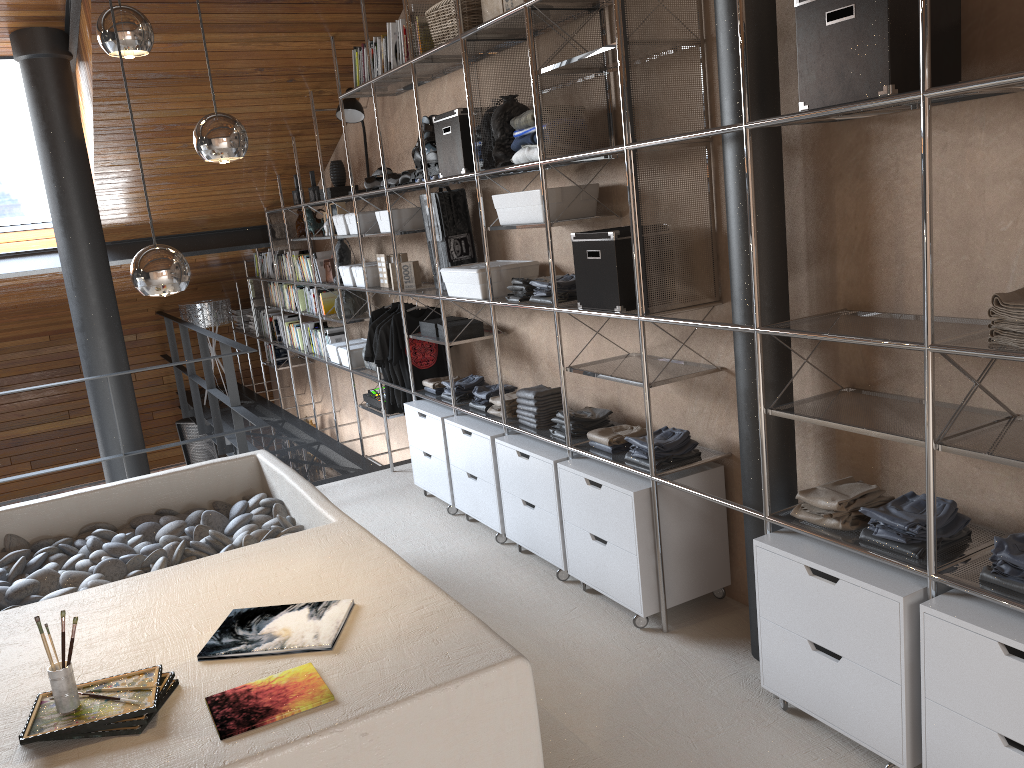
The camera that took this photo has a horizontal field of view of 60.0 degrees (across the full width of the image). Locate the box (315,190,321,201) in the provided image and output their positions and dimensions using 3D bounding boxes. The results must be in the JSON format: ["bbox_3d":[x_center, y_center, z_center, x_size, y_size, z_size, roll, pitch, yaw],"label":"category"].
[{"bbox_3d":[-1.288,-1.346,6.308,0.208,0.079,0.207,-9,12,-14],"label":"box"}]

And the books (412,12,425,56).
[{"bbox_3d":[-0.421,-1.722,4.389,0.129,0.231,0.010,-12,13,-27],"label":"books"}]

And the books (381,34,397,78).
[{"bbox_3d":[-0.640,-1.773,4.796,0.133,0.215,0.070,-12,13,-27],"label":"books"}]

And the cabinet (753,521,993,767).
[{"bbox_3d":[1.067,0.732,2.590,0.435,0.561,0.527,-12,13,-27],"label":"cabinet"}]

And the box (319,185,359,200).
[{"bbox_3d":[-1.190,-1.317,6.116,0.208,0.079,0.207,-13,13,-30],"label":"box"}]

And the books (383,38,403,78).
[{"bbox_3d":[-0.631,-1.761,4.789,0.126,0.194,0.064,-12,13,-27],"label":"books"}]

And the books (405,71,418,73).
[{"bbox_3d":[-0.556,-1.757,4.677,0.164,0.213,0.066,-12,13,-27],"label":"books"}]

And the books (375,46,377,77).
[{"bbox_3d":[-0.695,-1.761,4.872,0.112,0.173,0.054,-12,13,-27],"label":"books"}]

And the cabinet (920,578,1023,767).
[{"bbox_3d":[1.340,0.804,2.095,0.435,0.561,0.527,-12,13,-27],"label":"cabinet"}]

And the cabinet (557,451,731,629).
[{"bbox_3d":[0.528,0.590,3.567,0.435,0.561,0.527,-12,13,-27],"label":"cabinet"}]

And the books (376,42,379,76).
[{"bbox_3d":[-0.676,-1.772,4.862,0.138,0.189,0.065,-12,13,-27],"label":"books"}]

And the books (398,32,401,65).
[{"bbox_3d":[-0.528,-1.733,4.606,0.131,0.178,0.057,-12,13,-27],"label":"books"}]

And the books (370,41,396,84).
[{"bbox_3d":[-0.718,-1.799,4.957,0.161,0.219,0.074,-12,13,-27],"label":"books"}]

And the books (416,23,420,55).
[{"bbox_3d":[-0.405,-1.697,4.388,0.131,0.181,0.014,-12,13,-27],"label":"books"}]

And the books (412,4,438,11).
[{"bbox_3d":[-0.414,-1.745,4.408,0.143,0.268,0.020,-12,13,-27],"label":"books"}]

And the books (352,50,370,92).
[{"bbox_3d":[-0.862,-1.841,5.215,0.148,0.229,0.073,-12,13,-27],"label":"books"}]

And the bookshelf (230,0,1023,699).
[{"bbox_3d":[-0.243,0.280,5.037,0.421,6.217,10.741,-12,13,-27],"label":"bookshelf"}]

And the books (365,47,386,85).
[{"bbox_3d":[-0.766,-1.792,5.003,0.127,0.197,0.063,-12,13,-27],"label":"books"}]

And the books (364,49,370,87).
[{"bbox_3d":[-0.776,-1.799,5.044,0.127,0.197,0.063,-12,13,-27],"label":"books"}]

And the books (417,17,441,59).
[{"bbox_3d":[-0.396,-1.706,4.372,0.129,0.203,0.021,-12,13,-27],"label":"books"}]

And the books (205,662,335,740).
[{"bbox_3d":[-0.551,0.714,2.010,0.251,0.013,0.188,-12,13,-27],"label":"books"}]

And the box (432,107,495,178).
[{"bbox_3d":[-0.185,-1.152,4.236,0.266,0.295,0.289,-12,13,-27],"label":"box"}]

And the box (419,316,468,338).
[{"bbox_3d":[-0.381,-0.323,4.987,0.208,0.079,0.207,-13,13,-28],"label":"box"}]

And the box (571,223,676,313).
[{"bbox_3d":[0.423,-0.442,3.361,0.266,0.295,0.289,-12,13,-27],"label":"box"}]

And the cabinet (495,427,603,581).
[{"bbox_3d":[0.263,0.519,4.053,0.435,0.561,0.527,-12,13,-27],"label":"cabinet"}]

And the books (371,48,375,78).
[{"bbox_3d":[-0.720,-1.765,4.909,0.111,0.171,0.056,-12,13,-27],"label":"books"}]

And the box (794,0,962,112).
[{"bbox_3d":[0.919,-0.861,2.234,0.266,0.295,0.289,-12,13,-27],"label":"box"}]

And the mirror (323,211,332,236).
[{"bbox_3d":[-1.288,-1.162,6.399,0.130,0.168,0.069,1,14,32],"label":"mirror"}]

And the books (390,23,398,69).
[{"bbox_3d":[-0.562,-1.761,4.630,0.148,0.229,0.073,-12,13,-27],"label":"books"}]

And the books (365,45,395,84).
[{"bbox_3d":[-0.740,-1.809,5.024,0.177,0.214,0.064,-12,13,-27],"label":"books"}]

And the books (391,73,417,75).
[{"bbox_3d":[-0.583,-1.760,4.711,0.155,0.212,0.073,-12,13,-27],"label":"books"}]

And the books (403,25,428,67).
[{"bbox_3d":[-0.482,-1.727,4.529,0.143,0.199,0.054,-12,13,-27],"label":"books"}]

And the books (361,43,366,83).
[{"bbox_3d":[-0.786,-1.823,5.073,0.143,0.233,0.081,-12,13,-27],"label":"books"}]

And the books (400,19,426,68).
[{"bbox_3d":[-0.495,-1.747,4.551,0.148,0.234,0.033,-12,13,-27],"label":"books"}]

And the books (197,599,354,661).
[{"bbox_3d":[-0.618,0.650,2.358,0.347,0.019,0.260,-5,12,4],"label":"books"}]

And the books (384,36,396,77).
[{"bbox_3d":[-0.625,-1.763,4.773,0.123,0.201,0.071,-12,13,-27],"label":"books"}]

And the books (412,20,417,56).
[{"bbox_3d":[-0.433,-1.716,4.435,0.148,0.206,0.018,-12,13,-27],"label":"books"}]

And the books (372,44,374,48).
[{"bbox_3d":[-0.721,-1.780,4.924,0.111,0.194,0.059,-12,13,-27],"label":"books"}]

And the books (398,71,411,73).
[{"bbox_3d":[-0.551,-1.756,4.668,0.170,0.214,0.065,-12,13,-26],"label":"books"}]

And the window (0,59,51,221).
[{"bbox_3d":[-4.898,-1.434,5.622,3.819,1.031,1.213,-12,13,-27],"label":"window"}]

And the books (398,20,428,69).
[{"bbox_3d":[-0.510,-1.748,4.568,0.148,0.232,0.053,-12,13,-27],"label":"books"}]

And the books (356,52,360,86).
[{"bbox_3d":[-0.834,-1.829,5.174,0.149,0.202,0.067,-12,13,-27],"label":"books"}]

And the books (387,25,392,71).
[{"bbox_3d":[-0.585,-1.766,4.669,0.148,0.229,0.073,-12,13,-27],"label":"books"}]

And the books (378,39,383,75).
[{"bbox_3d":[-0.661,-1.773,4.835,0.131,0.202,0.068,-12,13,-27],"label":"books"}]

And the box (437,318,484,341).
[{"bbox_3d":[-0.277,-0.291,4.780,0.208,0.079,0.207,-9,12,-15],"label":"box"}]

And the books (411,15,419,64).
[{"bbox_3d":[-0.438,-1.733,4.457,0.129,0.231,0.010,-12,13,-27],"label":"books"}]

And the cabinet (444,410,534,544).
[{"bbox_3d":[-0.011,0.447,4.551,0.435,0.561,0.527,-12,13,-27],"label":"cabinet"}]

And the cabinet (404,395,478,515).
[{"bbox_3d":[-0.281,0.377,5.034,0.435,0.561,0.527,-12,13,-27],"label":"cabinet"}]

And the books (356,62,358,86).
[{"bbox_3d":[-0.846,-1.818,5.187,0.131,0.178,0.057,-12,13,-27],"label":"books"}]

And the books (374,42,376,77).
[{"bbox_3d":[-0.701,-1.772,4.873,0.111,0.194,0.059,-12,13,-27],"label":"books"}]

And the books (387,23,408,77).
[{"bbox_3d":[-0.598,-1.791,4.750,0.143,0.264,0.088,-12,13,-27],"label":"books"}]

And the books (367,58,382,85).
[{"bbox_3d":[-0.755,-1.792,4.997,0.127,0.197,0.063,-12,13,-27],"label":"books"}]

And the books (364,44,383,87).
[{"bbox_3d":[-0.775,-1.818,5.062,0.129,0.226,0.069,-12,13,-27],"label":"books"}]

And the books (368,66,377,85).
[{"bbox_3d":[-0.753,-1.776,4.990,0.119,0.169,0.058,-12,13,-27],"label":"books"}]

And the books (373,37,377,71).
[{"bbox_3d":[-0.701,-1.789,4.882,0.122,0.227,0.076,-12,13,-27],"label":"books"}]

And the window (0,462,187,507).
[{"bbox_3d":[-5.927,1.967,9.161,5.937,1.521,0.101,-12,13,-27],"label":"window"}]
